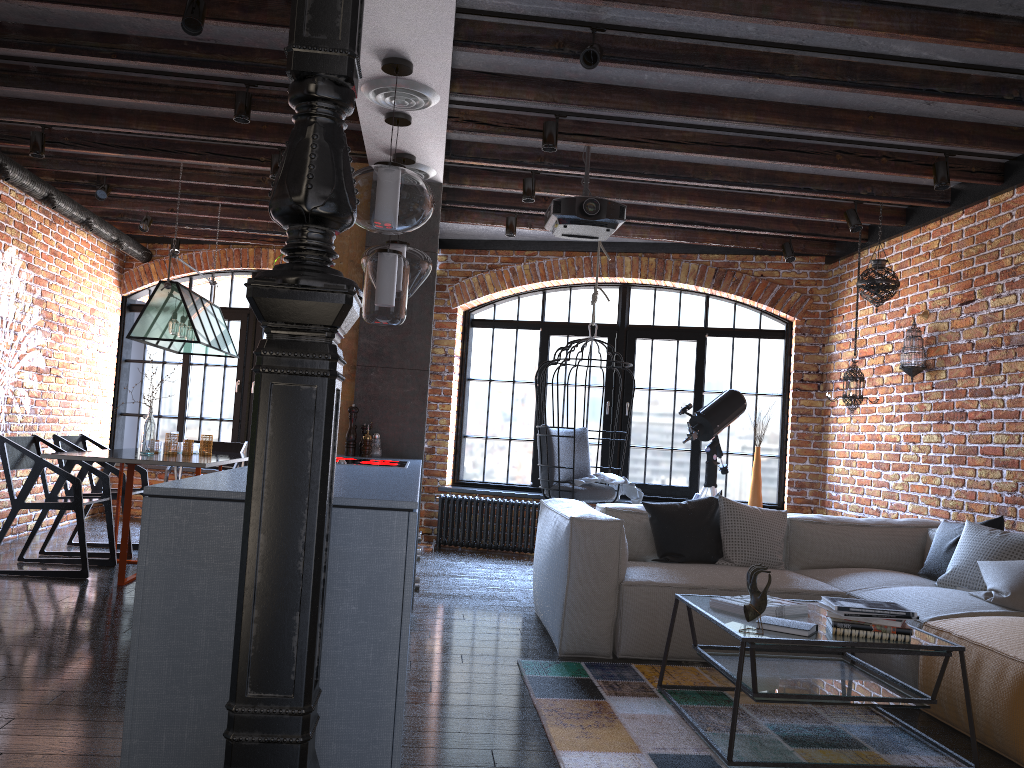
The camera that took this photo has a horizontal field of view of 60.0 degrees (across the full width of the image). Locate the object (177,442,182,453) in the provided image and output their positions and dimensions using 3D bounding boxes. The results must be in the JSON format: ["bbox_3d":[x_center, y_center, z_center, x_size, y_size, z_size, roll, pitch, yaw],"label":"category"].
[{"bbox_3d":[-2.336,0.445,6.186,0.060,0.073,0.060,2,-3,26],"label":"object"}]

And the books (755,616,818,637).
[{"bbox_3d":[0.935,0.822,3.018,0.182,0.029,0.129,2,-4,32],"label":"books"}]

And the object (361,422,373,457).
[{"bbox_3d":[-0.775,0.301,4.807,0.058,0.192,0.081,2,-4,36],"label":"object"}]

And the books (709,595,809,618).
[{"bbox_3d":[0.937,0.841,3.366,0.309,0.038,0.225,6,-4,-35],"label":"books"}]

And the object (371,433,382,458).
[{"bbox_3d":[-0.745,0.334,4.857,0.069,0.135,0.069,5,-3,-25],"label":"object"}]

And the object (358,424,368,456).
[{"bbox_3d":[-0.815,0.309,4.880,0.048,0.179,0.048,5,-3,-22],"label":"object"}]

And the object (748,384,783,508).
[{"bbox_3d":[2.074,0.523,7.303,0.270,1.053,0.299,3,-3,15],"label":"object"}]

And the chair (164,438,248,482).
[{"bbox_3d":[-2.404,0.849,6.921,0.495,0.818,0.611,4,-3,-5],"label":"chair"}]

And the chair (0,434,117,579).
[{"bbox_3d":[-2.811,0.738,5.488,0.610,0.818,0.495,4,-3,-5],"label":"chair"}]

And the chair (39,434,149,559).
[{"bbox_3d":[-2.889,0.779,6.277,0.610,0.818,0.495,4,-3,-5],"label":"chair"}]

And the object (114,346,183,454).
[{"bbox_3d":[-2.326,0.100,5.751,0.443,0.708,0.194,3,-3,10],"label":"object"}]

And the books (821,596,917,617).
[{"bbox_3d":[1.229,0.769,3.068,0.268,0.014,0.196,3,-3,6],"label":"books"}]

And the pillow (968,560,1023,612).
[{"bbox_3d":[2.243,0.849,3.842,0.485,0.314,0.358,1,-4,37],"label":"pillow"}]

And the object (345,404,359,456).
[{"bbox_3d":[-0.865,0.248,4.790,0.061,0.282,0.061,3,-3,9],"label":"object"}]

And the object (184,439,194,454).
[{"bbox_3d":[-2.236,0.435,6.140,0.061,0.099,0.061,4,-3,1],"label":"object"}]

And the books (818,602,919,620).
[{"bbox_3d":[1.228,0.784,3.067,0.268,0.014,0.196,4,-3,-7],"label":"books"}]

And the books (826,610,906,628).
[{"bbox_3d":[1.234,0.804,3.085,0.239,0.022,0.191,2,-4,29],"label":"books"}]

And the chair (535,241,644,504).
[{"bbox_3d":[0.527,-0.210,6.307,0.682,2.219,0.802,1,-4,40],"label":"chair"}]

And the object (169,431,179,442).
[{"bbox_3d":[-2.371,0.371,6.216,0.060,0.073,0.060,5,-4,-28],"label":"object"}]

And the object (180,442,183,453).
[{"bbox_3d":[-2.308,0.450,6.245,0.060,0.073,0.060,7,-4,-43],"label":"object"}]

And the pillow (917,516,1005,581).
[{"bbox_3d":[2.297,0.851,4.559,0.263,0.400,0.510,4,-3,-11],"label":"pillow"}]

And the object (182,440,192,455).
[{"bbox_3d":[-2.219,0.431,6.057,0.061,0.099,0.061,2,-4,32],"label":"object"}]

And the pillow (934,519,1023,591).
[{"bbox_3d":[2.276,0.845,4.216,0.293,0.354,0.495,5,-3,-20],"label":"pillow"}]

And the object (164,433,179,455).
[{"bbox_3d":[-2.270,0.399,5.909,0.086,0.139,0.086,6,-4,-33],"label":"object"}]

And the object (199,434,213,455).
[{"bbox_3d":[-2.128,0.424,6.175,0.086,0.139,0.086,5,-3,-16],"label":"object"}]

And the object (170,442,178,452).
[{"bbox_3d":[-2.322,0.439,6.083,0.060,0.073,0.060,2,-3,26],"label":"object"}]

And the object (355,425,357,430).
[{"bbox_3d":[-0.876,0.304,4.860,0.048,0.179,0.048,1,-4,44],"label":"object"}]

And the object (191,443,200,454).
[{"bbox_3d":[-2.257,0.457,6.316,0.060,0.073,0.060,2,-3,26],"label":"object"}]

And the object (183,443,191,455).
[{"bbox_3d":[-2.179,0.437,5.949,0.049,0.080,0.049,5,-3,-22],"label":"object"}]

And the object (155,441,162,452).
[{"bbox_3d":[-2.463,0.435,6.159,0.060,0.073,0.060,2,-3,26],"label":"object"}]

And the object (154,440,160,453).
[{"bbox_3d":[-2.406,0.420,5.976,0.054,0.087,0.054,2,-3,27],"label":"object"}]

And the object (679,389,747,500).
[{"bbox_3d":[1.415,0.751,6.638,0.570,1.471,0.616,3,-3,21],"label":"object"}]

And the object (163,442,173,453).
[{"bbox_3d":[-2.339,0.435,6.020,0.060,0.073,0.060,2,-3,26],"label":"object"}]

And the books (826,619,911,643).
[{"bbox_3d":[1.224,0.846,3.060,0.247,0.024,0.209,3,-3,14],"label":"books"}]

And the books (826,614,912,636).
[{"bbox_3d":[1.227,0.824,3.061,0.251,0.023,0.209,3,-3,14],"label":"books"}]

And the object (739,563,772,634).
[{"bbox_3d":[0.817,0.713,2.951,0.099,0.223,0.093,2,-4,34],"label":"object"}]
